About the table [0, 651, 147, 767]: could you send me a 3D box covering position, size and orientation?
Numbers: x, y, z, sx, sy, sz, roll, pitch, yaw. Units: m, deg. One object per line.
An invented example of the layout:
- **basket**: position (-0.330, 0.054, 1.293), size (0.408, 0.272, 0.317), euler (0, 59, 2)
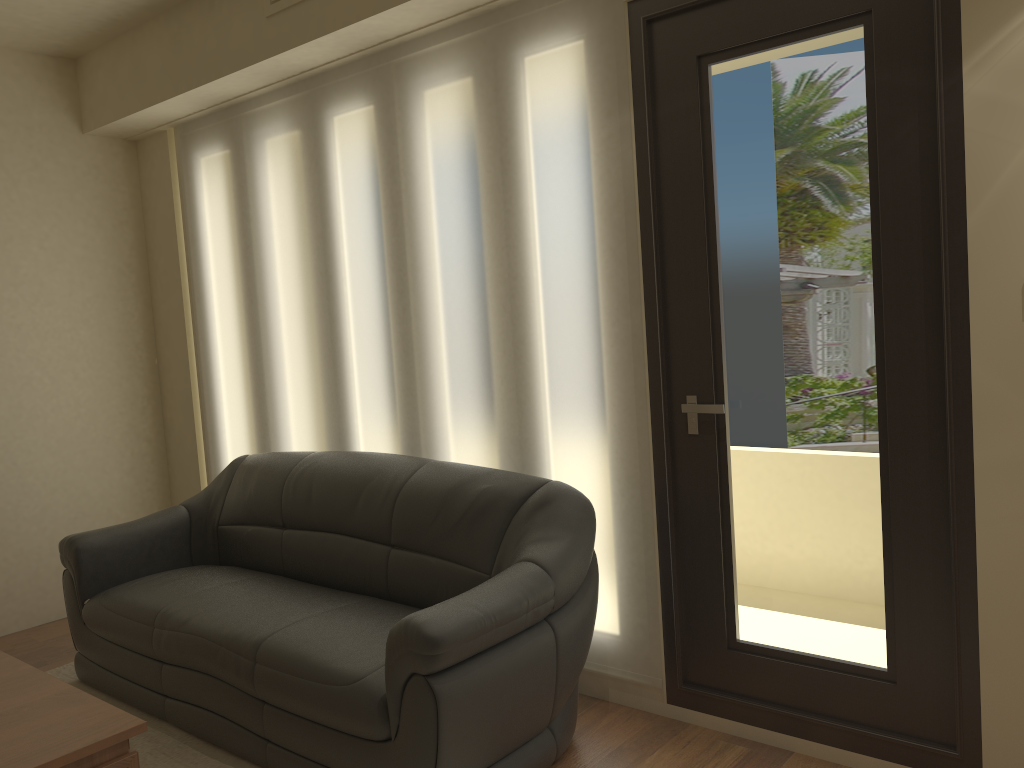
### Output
- **table**: position (-1.699, 1.158, 2.266), size (1.213, 0.482, 1.045), euler (0, 6, 40)

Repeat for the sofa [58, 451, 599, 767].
- **sofa**: position (-0.800, 0.779, 3.435), size (2.337, 0.918, 0.944), euler (0, 6, 40)

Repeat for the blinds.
- **blinds**: position (-0.637, -0.177, 3.938), size (2.830, 2.453, 0.002), euler (0, 6, 40)

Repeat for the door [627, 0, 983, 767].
- **door**: position (0.878, -0.079, 2.751), size (1.011, 2.420, 0.118), euler (0, 6, 40)

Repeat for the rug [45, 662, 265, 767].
- **rug**: position (-1.289, 1.377, 2.180), size (3.592, 0.011, 2.482), euler (0, 6, 40)
